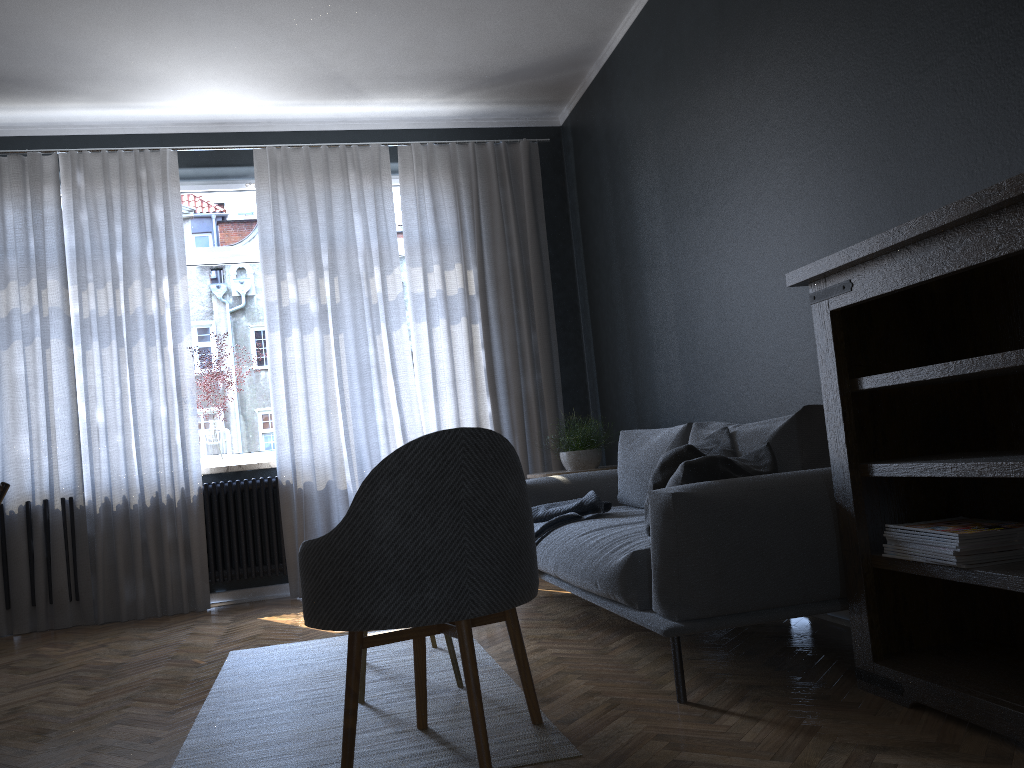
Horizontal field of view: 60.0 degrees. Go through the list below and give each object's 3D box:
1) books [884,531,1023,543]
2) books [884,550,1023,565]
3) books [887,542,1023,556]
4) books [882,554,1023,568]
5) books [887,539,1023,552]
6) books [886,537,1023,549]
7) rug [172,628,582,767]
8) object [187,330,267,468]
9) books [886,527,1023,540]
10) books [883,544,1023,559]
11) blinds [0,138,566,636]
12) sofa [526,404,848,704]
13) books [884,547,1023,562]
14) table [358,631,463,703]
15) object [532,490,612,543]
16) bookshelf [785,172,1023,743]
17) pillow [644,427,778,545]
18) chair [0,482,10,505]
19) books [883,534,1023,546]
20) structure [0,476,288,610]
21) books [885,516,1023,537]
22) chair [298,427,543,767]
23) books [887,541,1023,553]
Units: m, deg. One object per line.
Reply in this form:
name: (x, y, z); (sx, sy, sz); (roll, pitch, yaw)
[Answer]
books: (1.108, 0.367, 2.197); (0.218, 0.008, 0.305); (-5, -5, -9)
books: (1.109, 0.419, 2.203); (0.218, 0.007, 0.305); (-5, -5, -8)
books: (1.112, 0.398, 2.204); (0.218, 0.008, 0.288); (-5, -5, -7)
books: (1.110, 0.426, 2.200); (0.218, 0.008, 0.305); (-5, -5, -13)
books: (1.113, 0.385, 2.196); (0.218, 0.006, 0.305); (-5, -5, -8)
books: (1.109, 0.381, 2.199); (0.218, 0.008, 0.288); (-5, -5, -9)
rug: (-0.529, 1.031, 2.992); (1.003, 0.013, 2.014); (-5, -5, -13)
object: (-1.813, 0.102, 5.468); (0.514, 0.809, 0.600); (-3, -5, -38)
books: (1.112, 0.359, 2.198); (0.218, 0.008, 0.305); (-5, -5, -8)
books: (1.106, 0.403, 2.203); (0.218, 0.013, 0.305); (-5, -5, -8)
blinds: (-1.568, -0.082, 5.445); (3.991, 2.786, 0.313); (-5, -4, -13)
sofa: (0.597, 0.566, 3.629); (0.970, 0.797, 2.343); (-5, -4, -13)
books: (1.108, 0.411, 2.201); (0.218, 0.008, 0.305); (-5, -5, -8)
table: (-0.418, 0.759, 3.178); (0.339, 0.549, 0.788); (-5, -4, -13)
object: (0.180, 0.671, 4.123); (0.490, 0.329, 0.667); (-5, -4, -8)
bookshelf: (1.262, 0.154, 1.620); (0.451, 1.171, 1.921); (-5, -4, -13)
pillow: (0.658, 0.332, 3.022); (0.442, 0.361, 0.798); (-6, -4, 5)
chair: (-1.769, 0.714, 2.629); (0.467, 0.819, 0.363); (-5, -4, -13)
books: (1.106, 0.374, 2.197); (0.218, 0.008, 0.305); (-5, -5, -9)
structure: (-2.160, 0.927, 5.296); (1.846, 0.600, 0.216); (-5, -4, -13)
books: (1.110, 0.351, 2.197); (0.218, 0.013, 0.305); (-5, -5, -8)
chair: (-0.180, 0.531, 2.292); (0.645, 0.810, 0.495); (-3, -5, -34)
books: (1.112, 0.392, 2.204); (0.218, 0.008, 0.288); (-5, -5, -7)
